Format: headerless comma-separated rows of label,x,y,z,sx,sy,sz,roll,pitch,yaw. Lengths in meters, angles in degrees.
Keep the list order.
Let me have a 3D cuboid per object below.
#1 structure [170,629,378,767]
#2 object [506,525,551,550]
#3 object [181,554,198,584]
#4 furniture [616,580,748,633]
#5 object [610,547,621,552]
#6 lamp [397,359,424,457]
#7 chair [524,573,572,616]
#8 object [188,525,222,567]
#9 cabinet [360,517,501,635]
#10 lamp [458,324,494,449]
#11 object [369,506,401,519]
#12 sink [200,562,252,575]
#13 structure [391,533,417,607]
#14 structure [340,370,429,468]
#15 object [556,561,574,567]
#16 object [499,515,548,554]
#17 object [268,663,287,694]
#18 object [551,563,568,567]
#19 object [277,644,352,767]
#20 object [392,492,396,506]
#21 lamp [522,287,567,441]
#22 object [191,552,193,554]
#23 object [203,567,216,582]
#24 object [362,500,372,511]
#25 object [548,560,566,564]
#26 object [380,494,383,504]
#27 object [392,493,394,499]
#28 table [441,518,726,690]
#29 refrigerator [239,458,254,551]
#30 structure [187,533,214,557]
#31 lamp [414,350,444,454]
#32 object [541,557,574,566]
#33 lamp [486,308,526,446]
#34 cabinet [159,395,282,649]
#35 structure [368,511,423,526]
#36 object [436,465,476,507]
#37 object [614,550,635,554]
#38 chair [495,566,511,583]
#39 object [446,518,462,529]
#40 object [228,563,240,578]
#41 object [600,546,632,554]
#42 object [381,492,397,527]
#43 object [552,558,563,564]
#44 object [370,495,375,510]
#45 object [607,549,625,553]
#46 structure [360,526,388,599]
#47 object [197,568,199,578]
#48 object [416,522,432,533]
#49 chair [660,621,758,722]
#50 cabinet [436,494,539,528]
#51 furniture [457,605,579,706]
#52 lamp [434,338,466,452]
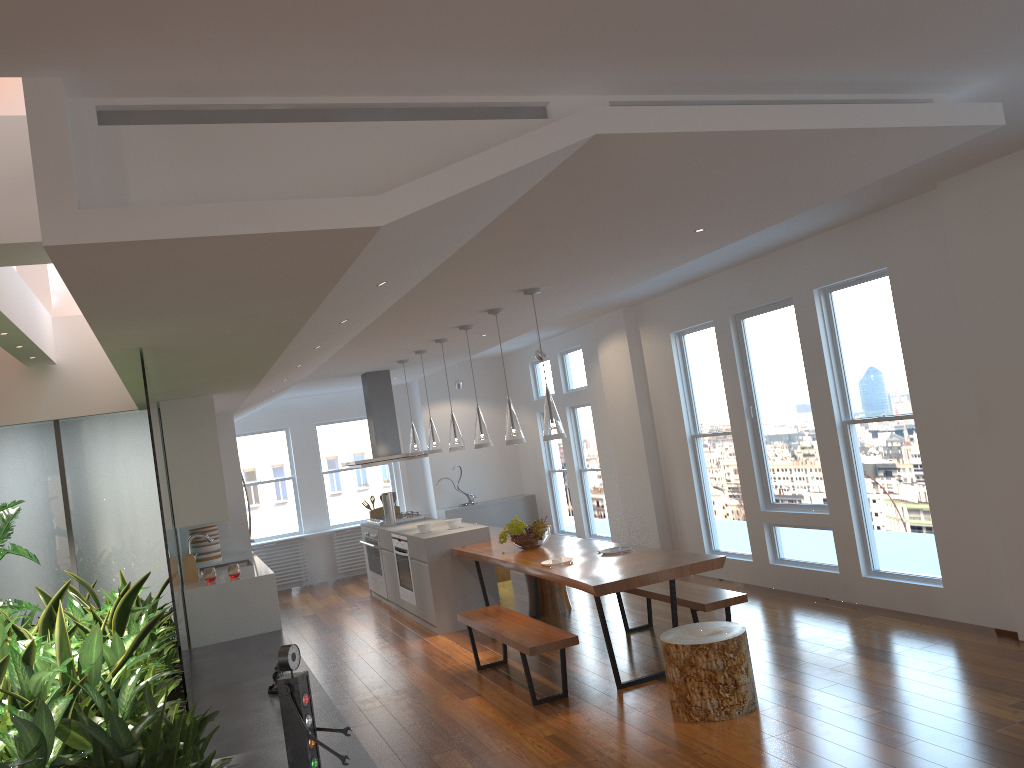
structure,-2.457,2.077,4.394,3.088,0.386,5.584,-7,-3,-21
object,0.142,1.218,6.975,0.360,0.159,0.360,-11,-4,32
object,-2.635,1.509,7.253,0.104,0.222,0.200,-7,-3,-21
furniture,1.127,1.619,6.237,0.316,0.389,1.433,-7,-3,-21
object,0.713,1.141,6.100,0.079,0.030,0.070,-10,-3,22
lamp,-1.058,0.210,9.142,0.160,1.060,0.160,-9,-3,6
chair,0.307,1.805,7.924,0.396,0.455,0.402,-7,-4,-31
object,-2.947,1.559,8.526,0.267,0.356,0.266,-9,-3,5
cabinet,-0.928,1.860,9.094,0.597,0.832,2.936,-7,-3,-21
lamp,-0.304,-0.014,7.120,0.160,1.060,0.160,-9,-3,6
object,-1.487,1.513,10.388,0.353,0.157,0.084,-7,-3,-21
sink,-2.573,1.771,8.016,0.449,0.192,0.666,-7,-3,-21
structure,-1.030,1.775,8.525,0.072,0.648,0.644,-7,-3,-21
structure,-1.501,0.192,10.022,0.909,1.405,0.900,-7,-3,-21
object,0.341,1.194,5.862,0.149,0.014,0.044,-7,-3,-22
object,0.104,1.160,6.983,0.292,0.284,0.394,-11,-4,33
object,-1.323,1.668,5.051,0.181,0.155,0.216,-11,-4,34
object,0.332,1.202,5.893,0.164,0.006,0.017,-8,-3,-16
object,-0.771,1.294,3.457,0.318,0.565,0.134,-9,-3,15
object,-1.377,1.421,10.451,0.057,0.294,0.030,-7,-3,-21
lamp,0.199,-0.164,5.773,0.160,1.060,0.160,-9,-3,6
object,-3.099,1.685,8.869,0.265,0.196,0.284,-10,-3,21
object,-2.401,1.517,7.049,0.094,0.106,0.094,-8,-3,-15
object,-1.643,1.472,10.343,0.199,0.259,0.016,-8,-3,-11
object,0.308,1.208,5.992,0.124,0.011,0.124,-9,-3,0
object,-1.502,1.436,10.402,0.061,0.299,0.040,-7,-3,-23
object,-1.405,1.424,10.421,0.068,0.298,0.039,-7,-3,-21
table,-0.123,1.738,7.909,0.893,0.704,5.996,-7,-3,-21
refrigerator,-3.193,1.736,9.694,0.725,1.772,0.908,-7,-3,-21
structure,-2.792,1.603,7.983,0.248,0.536,0.115,-7,-3,-21
lamp,-0.806,0.135,8.468,0.160,1.060,0.160,-9,-3,6
object,0.307,1.203,5.993,0.222,0.020,0.222,-10,-3,19
lamp,-0.053,-0.089,6.446,0.160,1.060,0.160,-9,-3,6
cabinet,-3.017,1.454,8.994,0.676,2.280,4.565,-7,-3,-21
structure,-1.313,1.509,9.976,0.520,0.073,0.650,-7,-3,-21
object,-0.740,1.384,12.014,0.210,0.563,0.590,-11,-4,40
object,0.763,1.134,6.005,0.158,0.017,0.019,-7,-3,-26
chair,-0.271,2.015,10.062,0.344,0.430,0.549,-8,-3,-17
object,-0.529,1.286,8.148,0.152,0.082,0.152,-10,-4,30
object,-2.217,1.491,7.070,0.094,0.106,0.094,-8,-3,-15
object,0.714,1.148,6.099,0.222,0.020,0.222,-7,-4,-29
object,-1.308,1.339,9.505,0.120,0.356,0.172,-10,-3,27
object,0.306,1.197,5.993,0.079,0.030,0.070,-11,-4,32
object,-1.613,1.450,10.360,0.055,0.299,0.027,-7,-3,-21
object,0.715,1.152,6.099,0.124,0.011,0.124,-6,-4,-39
structure,-1.284,1.933,9.927,0.649,0.735,0.890,-7,-3,-21
object,-2.704,1.558,7.488,0.100,0.170,0.173,-8,-3,-19
object,-0.803,1.329,8.174,0.152,0.082,0.152,-10,-3,18
chair,1.060,1.541,4.785,0.460,0.400,0.460,-8,-3,-11
cabinet,-0.303,1.978,12.158,1.309,0.725,0.420,-7,-3,-21
furniture,0.023,1.764,5.810,0.316,0.389,1.433,-7,-3,-21
lamp,-0.555,0.061,7.794,0.160,1.060,0.160,-9,-3,6
